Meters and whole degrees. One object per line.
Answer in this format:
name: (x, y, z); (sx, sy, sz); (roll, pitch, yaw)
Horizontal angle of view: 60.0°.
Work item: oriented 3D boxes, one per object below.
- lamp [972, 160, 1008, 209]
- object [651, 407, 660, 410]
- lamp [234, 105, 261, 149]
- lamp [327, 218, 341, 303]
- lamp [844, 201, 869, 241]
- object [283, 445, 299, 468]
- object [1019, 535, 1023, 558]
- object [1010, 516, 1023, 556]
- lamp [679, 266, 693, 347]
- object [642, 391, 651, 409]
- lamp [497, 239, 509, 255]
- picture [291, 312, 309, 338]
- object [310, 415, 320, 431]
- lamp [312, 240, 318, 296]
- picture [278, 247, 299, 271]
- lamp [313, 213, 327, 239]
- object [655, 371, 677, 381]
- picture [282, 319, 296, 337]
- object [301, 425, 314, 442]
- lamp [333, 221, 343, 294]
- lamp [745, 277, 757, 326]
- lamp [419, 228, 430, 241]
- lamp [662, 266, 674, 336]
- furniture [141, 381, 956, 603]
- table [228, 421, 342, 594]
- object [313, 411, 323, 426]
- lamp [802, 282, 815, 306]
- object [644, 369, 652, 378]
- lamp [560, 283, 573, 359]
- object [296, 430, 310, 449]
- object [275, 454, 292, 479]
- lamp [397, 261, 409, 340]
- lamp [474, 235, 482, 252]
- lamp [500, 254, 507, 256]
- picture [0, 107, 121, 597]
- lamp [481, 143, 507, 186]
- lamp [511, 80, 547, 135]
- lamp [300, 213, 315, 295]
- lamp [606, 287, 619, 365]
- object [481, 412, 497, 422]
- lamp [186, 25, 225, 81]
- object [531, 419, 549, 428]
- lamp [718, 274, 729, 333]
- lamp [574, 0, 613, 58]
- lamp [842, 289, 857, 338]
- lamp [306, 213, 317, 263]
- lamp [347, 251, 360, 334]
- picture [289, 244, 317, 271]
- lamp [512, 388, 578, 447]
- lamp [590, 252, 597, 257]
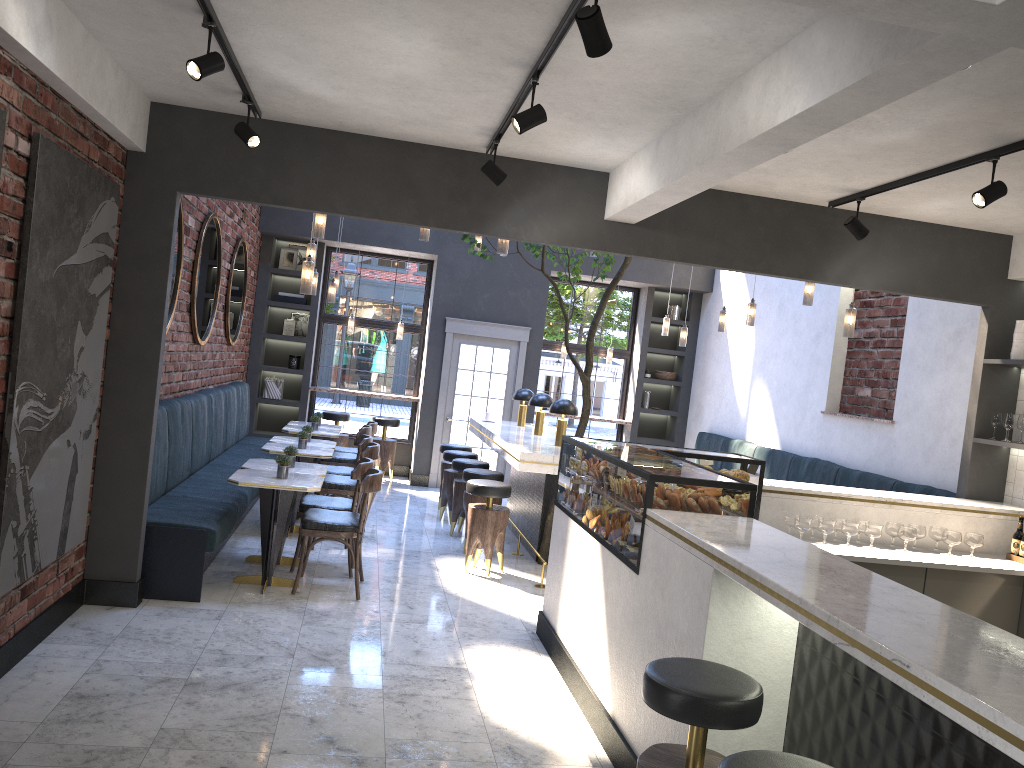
lamp: (2.291, -0.952, 4.243); (0.157, 0.235, 0.087); (6, 2, -15)
object: (2.017, 0.348, 12.465); (0.130, 0.026, 0.130); (6, 1, -26)
lamp: (-1.437, -1.401, 4.832); (0.157, 0.235, 0.087); (8, 2, 32)
lamp: (-1.726, -2.919, 9.561); (0.078, 4.106, 0.078); (6, 2, -24)
lamp: (2.113, -0.999, 5.424); (0.157, 0.235, 0.087); (6, 2, -15)
object: (-1.669, 0.544, 6.680); (0.118, 0.165, 0.122); (6, 2, -32)
object: (3.222, 0.982, 5.541); (0.070, 0.280, 0.069); (6, 2, -32)
object: (3.209, 0.979, 5.614); (0.069, 0.280, 0.070); (8, 2, 42)
lamp: (2.205, -2.472, 10.172); (0.078, 4.106, 0.078); (6, 2, -24)
object: (1.893, 0.221, 12.466); (0.098, 0.248, 0.098); (8, 2, 30)
lamp: (0.169, -2.950, 6.142); (0.078, 4.106, 0.078); (7, 2, 20)
picture: (-2.850, -0.789, 11.899); (0.247, 0.326, 0.044); (6, 2, -9)
object: (-2.146, 0.422, 9.657); (0.118, 0.165, 0.122); (6, 2, -32)
lamp: (-1.667, -2.886, 8.376); (0.078, 4.106, 0.078); (7, 2, -2)
picture: (-2.973, -1.657, 11.792); (0.230, 0.313, 0.061); (6, 2, -9)
lamp: (-1.215, -3.135, 6.606); (0.078, 4.106, 0.078); (6, 2, -24)
object: (2.173, -0.116, 12.564); (0.304, 0.124, 0.305); (7, 1, 12)
picture: (-2.979, -0.753, 11.855); (0.161, 0.227, 0.049); (6, 2, -9)
object: (-1.956, 0.470, 8.476); (0.118, 0.165, 0.122); (6, 2, -32)
lamp: (-1.801, -3.074, 10.122); (0.078, 4.106, 0.078); (6, 2, -24)
lamp: (2.509, -2.593, 8.407); (0.078, 4.106, 0.078); (8, 2, 43)
lamp: (-0.455, -3.168, 6.909); (0.078, 4.106, 0.078); (7, 2, 20)
lamp: (2.115, -2.631, 10.823); (0.078, 4.106, 0.078); (6, 2, -24)
furniture: (-0.009, 0.955, 8.561); (6.022, 1.151, 5.338); (6, 1, -9)
table: (-0.028, 1.156, 8.524); (4.600, 0.751, 4.828); (6, 1, -9)
object: (-2.237, 0.399, 10.231); (0.118, 0.165, 0.122); (6, 2, -32)
lamp: (2.699, -2.693, 7.322); (0.078, 4.106, 0.078); (6, 2, -24)
object: (1.905, -0.144, 12.496); (0.117, 0.119, 0.117); (6, 2, -33)
lamp: (0.792, -1.056, 12.276); (0.078, 1.429, 0.078); (8, 2, 43)
object: (-1.864, 0.494, 7.902); (0.118, 0.165, 0.122); (6, 2, -32)
object: (-1.577, 0.567, 6.106); (0.118, 0.165, 0.122); (6, 2, -32)
lamp: (-1.432, -1.308, 11.907); (0.078, 1.429, 0.078); (8, 2, 43)
lamp: (-0.150, -3.479, 9.730); (0.078, 4.106, 0.078); (6, 2, -24)
lamp: (0.135, -3.552, 10.408); (0.078, 4.106, 0.078); (6, 2, -24)
picture: (-2.114, -0.058, 3.635); (0.033, 2.028, 2.820); (6, 1, -9)
lamp: (-0.097, -1.251, 5.057); (0.157, 0.238, 0.087); (6, 2, -15)
lamp: (0.080, -1.204, 3.877); (0.157, 0.238, 0.087); (6, 2, -15)
lamp: (-1.161, -2.648, 5.945); (0.078, 4.106, 0.078); (6, 2, -24)
lamp: (1.436, -0.983, 12.383); (0.078, 1.429, 0.078); (7, 2, 20)
object: (-0.254, 0.370, 9.934); (0.176, 0.098, 0.204); (7, 1, -4)
lamp: (-1.257, -1.356, 3.650); (0.087, 0.238, 0.157); (8, 2, 30)
object: (0.334, 0.436, 10.064); (0.176, 0.097, 0.301); (6, 1, -18)
lamp: (2.397, -2.573, 9.071); (0.078, 4.106, 0.078); (8, 2, 43)
lamp: (0.264, -1.159, 2.798); (0.087, 0.238, 0.157); (8, 2, 30)
lamp: (2.777, -2.392, 6.641); (0.078, 4.106, 0.078); (6, 2, -24)
lamp: (-1.543, -3.052, 7.735); (0.078, 4.106, 0.078); (7, 2, -2)
lamp: (-2.076, -1.381, 11.800); (0.078, 1.429, 0.078); (7, 2, 20)
picture: (-2.813, -1.665, 11.852); (0.361, 0.369, 0.055); (6, 2, -9)
lamp: (0.398, -1.037, 4.988); (4.184, 3.257, 8.829); (6, 1, -26)
lamp: (1.160, -3.485, 9.995); (0.078, 4.106, 0.078); (6, 2, -24)
